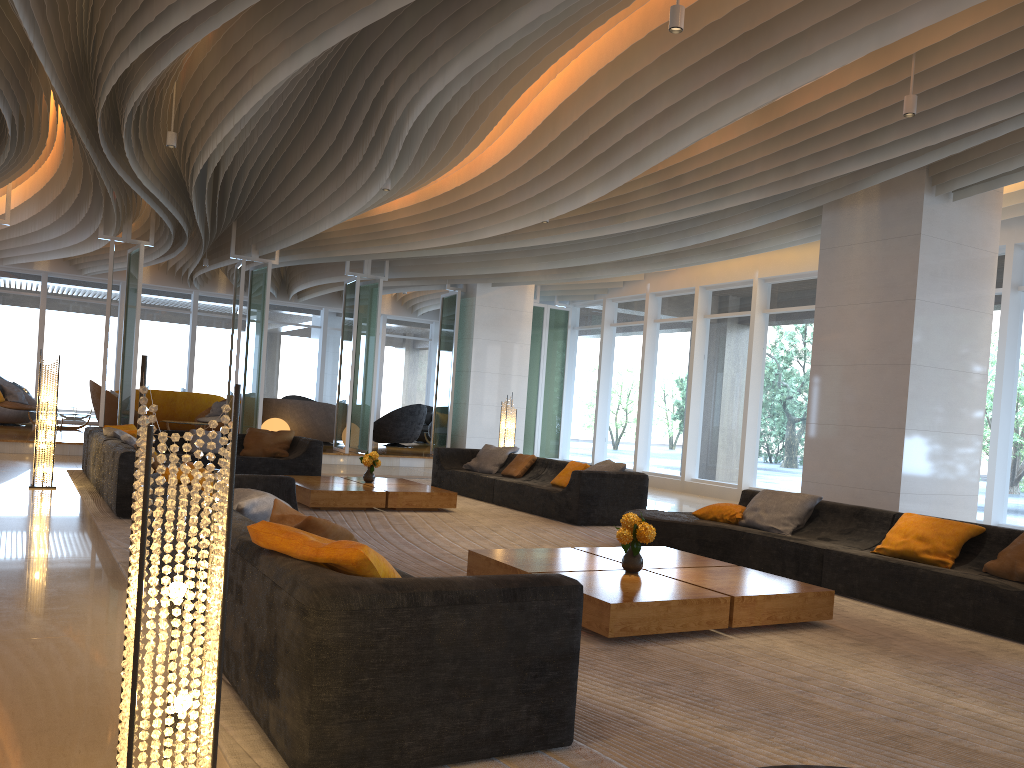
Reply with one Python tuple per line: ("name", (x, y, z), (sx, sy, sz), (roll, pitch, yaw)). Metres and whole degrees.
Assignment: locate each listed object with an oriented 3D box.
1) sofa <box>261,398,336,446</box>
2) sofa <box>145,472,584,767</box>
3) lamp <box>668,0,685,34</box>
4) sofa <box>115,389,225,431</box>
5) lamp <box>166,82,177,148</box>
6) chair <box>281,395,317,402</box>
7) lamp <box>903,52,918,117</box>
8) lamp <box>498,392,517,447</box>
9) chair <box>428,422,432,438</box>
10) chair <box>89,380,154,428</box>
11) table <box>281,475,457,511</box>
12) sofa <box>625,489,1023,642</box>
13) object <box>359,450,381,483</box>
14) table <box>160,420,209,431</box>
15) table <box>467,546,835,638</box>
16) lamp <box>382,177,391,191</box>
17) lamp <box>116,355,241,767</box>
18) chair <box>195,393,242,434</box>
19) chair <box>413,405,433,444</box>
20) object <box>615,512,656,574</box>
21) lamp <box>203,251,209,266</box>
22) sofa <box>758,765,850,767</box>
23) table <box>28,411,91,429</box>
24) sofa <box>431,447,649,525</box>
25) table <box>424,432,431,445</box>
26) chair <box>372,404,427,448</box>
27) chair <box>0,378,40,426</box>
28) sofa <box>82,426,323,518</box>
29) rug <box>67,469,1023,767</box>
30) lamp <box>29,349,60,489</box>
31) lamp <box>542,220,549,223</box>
("sofa", (-4.409, 0.793, 18.694), (2.530, 0.902, 1.123), (4, -1, 20))
("sofa", (-1.074, 0.894, 4.344), (0.957, 0.582, 3.713), (5, -2, -29))
("lamp", (1.042, -2.883, 5.334), (0.087, 1.507, 0.090), (5, 1, 33))
("sofa", (-7.306, 0.586, 18.706), (2.611, 0.901, 1.089), (5, -1, -40))
("lamp", (-3.293, -3.081, 8.690), (0.088, 1.507, 0.090), (4, 1, 15))
("chair", (-4.722, 0.785, 20.683), (1.114, 1.006, 1.547), (4, -1, 43))
("lamp", (2.950, -2.709, 6.449), (0.091, 1.507, 0.087), (3, 2, -39))
("lamp", (-0.078, 0.841, 13.263), (0.254, 1.452, 0.246), (3, 1, -30))
("chair", (-1.275, 1.057, 21.412), (1.542, 1.006, 1.118), (5, -1, -27))
("chair", (-7.251, 0.463, 16.496), (1.151, 1.006, 1.497), (4, -1, -22))
("table", (-1.683, 1.220, 9.888), (1.627, 0.220, 1.574), (5, -2, -30))
("sofa", (2.404, 1.221, 6.660), (1.375, 0.583, 4.072), (5, -2, -31))
("object", (-1.611, 0.932, 10.080), (0.236, 0.377, 0.266), (4, 0, 2))
("table", (-6.314, 0.896, 17.122), (1.059, 0.318, 0.834), (3, -2, 42))
("table", (0.795, 1.249, 5.460), (1.627, 0.220, 1.574), (5, -2, -30))
("lamp", (-1.345, -2.903, 9.829), (0.088, 1.507, 0.090), (4, 1, 15))
("lamp", (-0.747, 0.541, 1.963), (0.254, 1.199, 0.246), (3, 1, -30))
("chair", (-5.762, 0.622, 18.031), (1.158, 1.006, 1.489), (5, -1, -42))
("chair", (-2.246, 1.046, 23.173), (1.535, 1.006, 1.123), (4, -1, -17))
("object", (0.728, 0.939, 5.289), (0.237, 0.377, 0.264), (4, 0, -8))
("lamp", (-5.745, -2.985, 16.769), (0.090, 1.507, 0.088), (4, 1, -21))
("sofa", (0.953, 0.933, 1.095), (1.377, 0.577, 2.215), (5, -2, -29))
("table", (-8.898, 0.722, 17.441), (1.095, 0.318, 0.806), (5, -2, -23))
("sofa", (0.189, 1.206, 10.971), (0.957, 0.582, 3.713), (5, -2, -29))
("table", (-1.715, 1.400, 22.317), (1.095, 0.318, 0.806), (5, -2, -23))
("chair", (-2.598, 0.922, 20.215), (1.116, 1.006, 1.544), (4, -1, 33))
("chair", (-9.976, 0.297, 17.353), (1.126, 1.006, 1.530), (4, -1, 13))
("sofa", (-2.990, 0.902, 9.758), (2.872, 0.654, 5.002), (5, -2, -29))
("rug", (0.632, 1.360, 5.741), (5.605, 0.022, 15.946), (5, -2, -29))
("lamp", (-4.902, 0.364, 9.339), (0.254, 1.452, 0.246), (3, 1, -30))
("lamp", (0.457, -2.739, 10.885), (0.088, 1.507, 0.090), (4, 1, 15))
